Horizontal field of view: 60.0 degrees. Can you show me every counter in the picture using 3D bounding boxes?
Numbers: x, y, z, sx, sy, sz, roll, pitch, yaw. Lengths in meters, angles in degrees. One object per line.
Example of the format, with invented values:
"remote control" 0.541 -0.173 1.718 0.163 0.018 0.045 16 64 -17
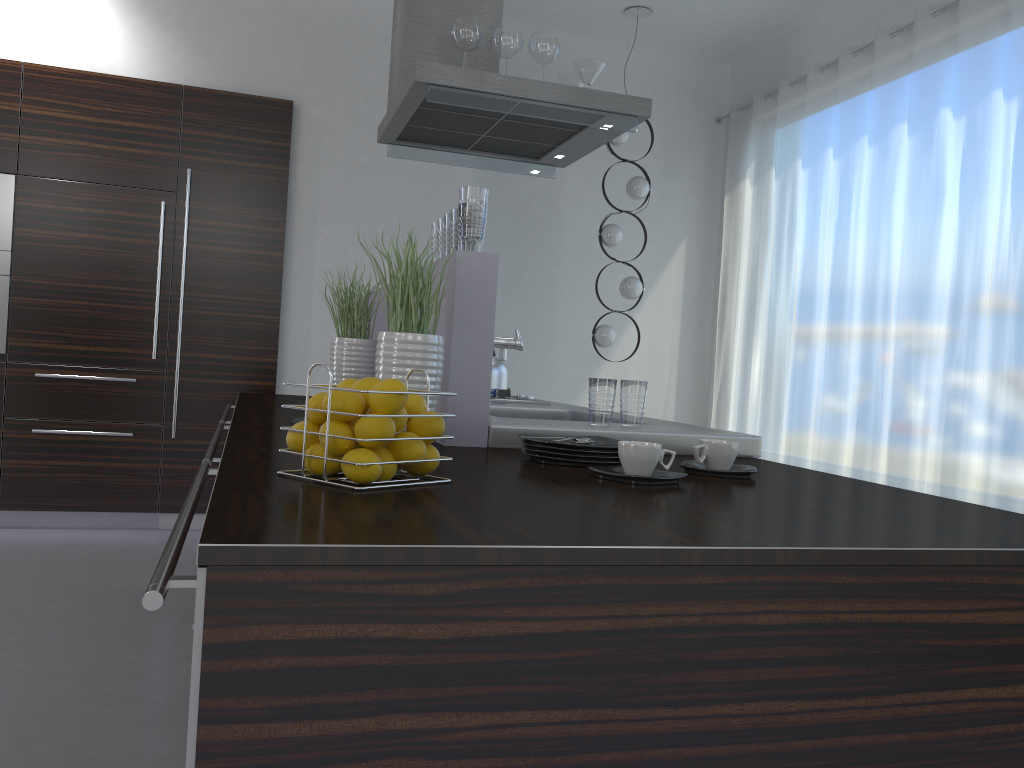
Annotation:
"counter" -0.153 0.335 2.604 1.302 1.300 3.291 3 1 -17

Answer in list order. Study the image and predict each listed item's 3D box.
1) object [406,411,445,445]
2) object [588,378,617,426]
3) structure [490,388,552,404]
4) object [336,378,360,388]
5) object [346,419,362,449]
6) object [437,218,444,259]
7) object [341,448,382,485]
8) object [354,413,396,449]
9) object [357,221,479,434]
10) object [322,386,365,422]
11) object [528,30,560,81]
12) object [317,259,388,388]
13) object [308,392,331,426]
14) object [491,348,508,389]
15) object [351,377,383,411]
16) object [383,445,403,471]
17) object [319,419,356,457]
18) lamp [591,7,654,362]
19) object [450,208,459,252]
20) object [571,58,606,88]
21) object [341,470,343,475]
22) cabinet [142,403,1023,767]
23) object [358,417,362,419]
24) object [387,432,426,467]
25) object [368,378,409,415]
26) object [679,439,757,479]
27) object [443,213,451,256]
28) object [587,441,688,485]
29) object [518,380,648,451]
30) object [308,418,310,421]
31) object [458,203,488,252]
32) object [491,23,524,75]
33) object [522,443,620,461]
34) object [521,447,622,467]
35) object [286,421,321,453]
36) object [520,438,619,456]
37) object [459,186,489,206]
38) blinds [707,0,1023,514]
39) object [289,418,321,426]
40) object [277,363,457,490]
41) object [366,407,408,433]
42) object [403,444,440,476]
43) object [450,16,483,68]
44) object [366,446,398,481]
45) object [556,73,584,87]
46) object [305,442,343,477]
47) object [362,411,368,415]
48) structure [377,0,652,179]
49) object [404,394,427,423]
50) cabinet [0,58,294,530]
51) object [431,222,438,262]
"object" -0.135 0.069 1.391 0.060 0.055 0.053 4 1 27
"object" 0.226 0.046 2.240 0.071 0.119 0.072 3 1 -17
"structure" -0.187 0.026 3.718 0.519 0.055 0.709 3 1 -17
"object" -0.256 0.016 1.432 0.053 0.051 0.063 4 1 31
"object" -0.248 0.077 1.347 0.062 0.053 0.051 4 1 -9
"object" -0.164 -0.372 2.338 0.071 0.119 0.072 4 1 23
"object" -0.217 0.119 1.283 0.062 0.052 0.053 4 1 23
"object" -0.201 0.069 1.305 0.061 0.054 0.053 4 1 30
"object" -0.237 -0.115 1.914 0.269 0.502 0.247 4 1 26
"object" -0.251 0.030 1.319 0.063 0.053 0.051 4 1 -4
"object" 0.118 -1.225 3.392 0.125 0.221 0.125 4 1 8
"object" -0.512 -0.147 2.760 0.247 0.502 0.269 3 1 -16
"object" -0.288 0.038 1.365 0.053 0.052 0.061 4 1 -3
"object" -0.124 -0.087 3.530 0.220 0.196 0.229 3 1 -24
"object" -0.222 0.016 1.383 0.063 0.053 0.051 3 1 -15
"object" -0.195 0.117 1.433 0.053 0.053 0.061 4 1 26
"object" -0.260 0.080 1.318 0.051 0.055 0.061 3 1 -37
"lamp" 0.774 -1.331 6.003 0.367 2.370 0.180 3 1 -23
"object" -0.119 -0.367 2.183 0.071 0.119 0.072 4 1 23
"object" 0.301 -1.192 3.550 0.137 0.174 0.137 5 1 38
"object" -0.277 0.112 1.397 0.074 0.063 0.064 4 1 4
"cabinet" -0.179 0.558 2.606 1.377 0.852 3.285 3 1 -17
"object" -0.266 0.061 1.413 0.052 0.053 0.062 3 1 -45
"object" -0.161 0.100 1.353 0.062 0.053 0.052 4 1 20
"object" -0.183 0.021 1.317 0.059 0.060 0.050 3 1 -17
"object" 0.418 0.150 1.792 0.153 0.069 0.153 4 1 17
"object" -0.141 -0.369 2.260 0.071 0.119 0.072 4 1 23
"object" 0.227 0.141 1.597 0.153 0.069 0.153 3 1 -43
"object" 0.173 0.060 2.033 0.269 0.147 0.646 4 1 8
"object" -0.495 0.077 2.252 0.060 0.058 0.070 3 1 -18
"object" -0.096 -0.364 2.105 0.071 0.119 0.072 4 1 23
"object" -0.022 -1.233 3.350 0.125 0.221 0.125 4 1 8
"object" 0.140 0.145 1.848 0.232 0.020 0.232 4 1 -8
"object" 0.140 0.154 1.848 0.232 0.020 0.232 4 1 -8
"object" -0.317 0.083 1.359 0.052 0.054 0.061 3 1 -39
"object" 0.141 0.135 1.848 0.232 0.020 0.232 4 1 -13
"object" -0.093 -0.403 2.105 0.071 0.119 0.072 4 1 23
"blinds" 1.985 -0.487 5.314 0.120 3.112 3.245 3 1 -17
"object" -0.446 0.107 2.264 0.232 0.020 0.232 4 1 -8
"object" -0.222 0.059 1.374 0.189 0.174 0.207 5 1 38
"object" -0.191 0.050 1.356 0.061 0.051 0.055 3 1 -22
"object" -0.143 0.120 1.401 0.061 0.053 0.053 4 1 28
"object" -0.173 -1.242 3.304 0.125 0.221 0.125 4 1 8
"object" -0.203 0.121 1.340 0.061 0.055 0.050 4 1 29
"object" 0.247 -1.198 3.732 0.137 0.174 0.137 5 1 38
"object" -0.283 0.114 1.339 0.063 0.053 0.051 4 1 -9
"object" -0.234 0.060 1.466 0.053 0.051 0.063 5 1 42
"structure" -0.006 -1.614 3.712 0.915 1.231 0.981 3 1 -17
"object" -0.166 0.038 1.417 0.063 0.051 0.053 4 1 29
"cabinet" -3.142 -0.500 4.893 3.600 2.500 0.669 3 1 -17
"object" -0.187 -0.375 2.415 0.072 0.119 0.071 4 1 33
